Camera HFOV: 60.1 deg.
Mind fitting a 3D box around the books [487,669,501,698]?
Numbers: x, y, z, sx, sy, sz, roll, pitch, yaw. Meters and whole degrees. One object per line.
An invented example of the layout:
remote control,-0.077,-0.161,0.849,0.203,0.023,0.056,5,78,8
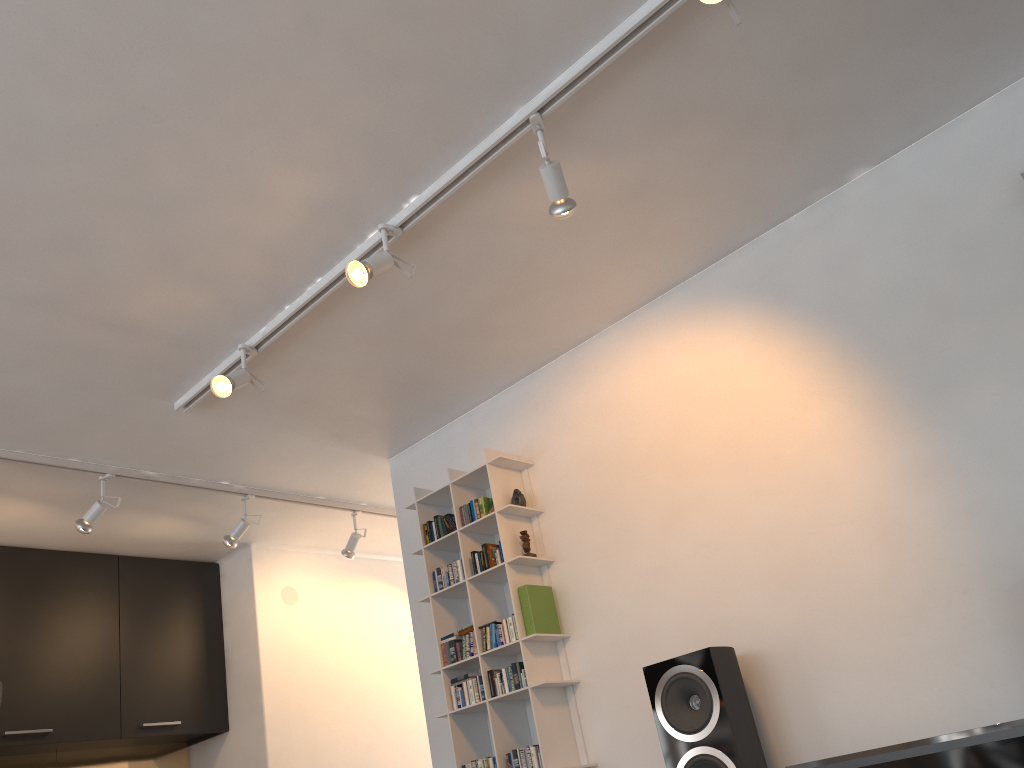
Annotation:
books,-0.060,1.252,3.688,0.029,0.112,0.075,-29,-29,34

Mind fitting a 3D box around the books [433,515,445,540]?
books,-0.317,0.662,4.050,0.029,0.112,0.075,-29,-29,34

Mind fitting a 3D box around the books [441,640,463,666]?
books,-0.238,1.180,3.878,0.103,0.101,0.097,-30,-30,34

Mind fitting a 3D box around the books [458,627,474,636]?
books,-0.171,1.067,3.818,0.109,0.017,0.069,-31,-32,34

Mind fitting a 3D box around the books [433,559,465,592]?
books,-0.244,0.861,3.972,0.225,0.109,0.110,-31,-31,35

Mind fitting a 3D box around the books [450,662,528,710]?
books,-0.062,1.265,3.712,0.476,0.110,0.123,-31,-31,35

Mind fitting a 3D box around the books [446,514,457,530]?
books,-0.250,0.629,3.994,0.058,0.096,0.069,-29,-29,34

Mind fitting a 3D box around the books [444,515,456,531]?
books,-0.256,0.633,3.999,0.058,0.096,0.069,-29,-29,34

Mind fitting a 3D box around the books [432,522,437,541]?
books,-0.329,0.681,4.058,0.014,0.090,0.070,-29,-29,34

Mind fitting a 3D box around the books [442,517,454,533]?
books,-0.269,0.643,4.007,0.047,0.088,0.070,-29,-29,34

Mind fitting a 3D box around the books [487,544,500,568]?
books,-0.070,0.742,3.798,0.017,0.104,0.069,-29,-29,34

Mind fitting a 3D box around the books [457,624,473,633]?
books,-0.167,1.056,3.830,0.114,0.014,0.094,-31,-32,34

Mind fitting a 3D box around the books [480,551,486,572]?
books,-0.105,0.769,3.821,0.020,0.090,0.070,-29,-29,34

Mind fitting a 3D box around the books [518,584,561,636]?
books,0.115,0.948,3.677,0.050,0.208,0.167,-29,-29,34

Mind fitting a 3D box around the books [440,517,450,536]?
books,-0.285,0.653,4.021,0.028,0.091,0.070,-29,-29,34

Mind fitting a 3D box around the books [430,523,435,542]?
books,-0.340,0.687,4.065,0.014,0.090,0.070,-29,-29,34

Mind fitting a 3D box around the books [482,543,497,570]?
books,-0.088,0.748,3.812,0.029,0.112,0.075,-29,-29,34

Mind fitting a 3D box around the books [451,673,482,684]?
books,-0.194,1.282,3.847,0.113,0.022,0.097,-31,-32,34

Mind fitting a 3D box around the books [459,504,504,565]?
books,-0.096,0.663,3.879,0.233,0.324,0.108,-30,-29,36

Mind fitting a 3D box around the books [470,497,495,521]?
books,-0.090,0.548,3.901,0.163,0.107,0.102,-30,-30,35

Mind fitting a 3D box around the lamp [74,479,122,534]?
lamp,-1.928,0.570,4.145,0.251,0.233,0.087,-16,-24,9

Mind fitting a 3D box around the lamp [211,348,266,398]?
lamp,-1.024,-0.031,3.301,0.086,0.233,0.255,-20,-26,18

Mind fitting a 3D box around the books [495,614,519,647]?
books,0.014,1.026,3.682,0.139,0.109,0.123,-30,-30,34

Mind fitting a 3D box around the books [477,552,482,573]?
books,-0.116,0.777,3.831,0.014,0.090,0.070,-29,-29,34

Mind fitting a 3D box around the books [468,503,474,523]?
books,-0.162,0.584,3.938,0.012,0.104,0.069,-29,-29,34

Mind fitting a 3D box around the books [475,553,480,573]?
books,-0.125,0.783,3.840,0.014,0.090,0.070,-29,-29,34

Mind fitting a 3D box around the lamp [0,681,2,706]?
lamp,-1.839,0.921,2.784,0.410,0.526,0.422,-10,-24,-4

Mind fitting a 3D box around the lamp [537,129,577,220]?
lamp,0.121,-0.628,2.563,0.085,0.233,0.257,-13,-25,4

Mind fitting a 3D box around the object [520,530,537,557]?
object,0.063,0.690,3.780,0.046,0.136,0.065,-24,-27,27

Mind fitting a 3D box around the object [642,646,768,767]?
object,0.729,1.387,2.874,0.300,0.976,0.283,-29,-29,35

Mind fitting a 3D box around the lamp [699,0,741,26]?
lamp,0.475,-0.937,2.084,0.086,0.233,0.255,-21,-26,21

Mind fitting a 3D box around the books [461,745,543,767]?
books,0.030,1.727,3.510,0.478,0.497,0.123,-30,-29,35

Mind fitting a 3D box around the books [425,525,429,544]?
books,-0.367,0.702,4.087,0.014,0.090,0.070,-29,-29,34

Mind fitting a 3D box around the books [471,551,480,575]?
books,-0.142,0.783,3.851,0.023,0.104,0.069,-29,-29,34

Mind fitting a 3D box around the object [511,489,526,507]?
object,0.027,0.507,3.862,0.064,0.098,0.061,-18,-25,14

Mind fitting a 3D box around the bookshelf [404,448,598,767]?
bookshelf,-0.028,1.319,3.718,0.650,2.019,0.229,-30,-29,35

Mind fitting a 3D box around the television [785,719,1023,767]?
television,1.225,1.292,2.440,0.346,0.584,0.809,3,-29,-30

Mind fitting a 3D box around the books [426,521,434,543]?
books,-0.356,0.688,4.078,0.023,0.104,0.069,-29,-29,34

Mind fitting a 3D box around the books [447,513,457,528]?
books,-0.243,0.625,3.988,0.058,0.096,0.069,-29,-29,34

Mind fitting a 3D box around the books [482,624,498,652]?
books,-0.070,1.075,3.738,0.089,0.104,0.097,-30,-30,34

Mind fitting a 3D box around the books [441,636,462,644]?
books,-0.255,1.129,3.899,0.094,0.013,0.070,-31,-32,34

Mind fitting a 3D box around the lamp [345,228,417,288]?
lamp,-0.423,-0.394,2.816,0.253,0.232,0.087,12,-33,-41

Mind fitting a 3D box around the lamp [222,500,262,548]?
lamp,-1.422,0.736,4.687,0.252,0.233,0.087,-18,-24,14

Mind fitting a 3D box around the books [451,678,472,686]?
books,-0.192,1.294,3.837,0.113,0.012,0.094,-31,-32,34

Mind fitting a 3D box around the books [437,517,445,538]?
books,-0.300,0.658,4.033,0.019,0.096,0.075,-29,-29,34

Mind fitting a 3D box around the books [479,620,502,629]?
books,-0.080,1.021,3.751,0.109,0.008,0.069,-31,-32,34

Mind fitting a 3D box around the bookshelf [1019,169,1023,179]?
bookshelf,2.477,-0.194,1.686,2.122,2.019,0.229,-30,-29,35

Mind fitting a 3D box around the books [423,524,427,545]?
books,-0.377,0.703,4.100,0.017,0.104,0.069,-29,-29,34

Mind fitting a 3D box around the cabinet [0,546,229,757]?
cabinet,-2.606,1.496,4.911,0.541,1.022,1.975,-29,-30,34

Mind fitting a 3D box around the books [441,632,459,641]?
books,-0.258,1.115,3.899,0.070,0.013,0.095,13,-35,-40

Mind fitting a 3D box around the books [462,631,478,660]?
books,-0.151,1.125,3.808,0.116,0.105,0.097,-30,-30,35
